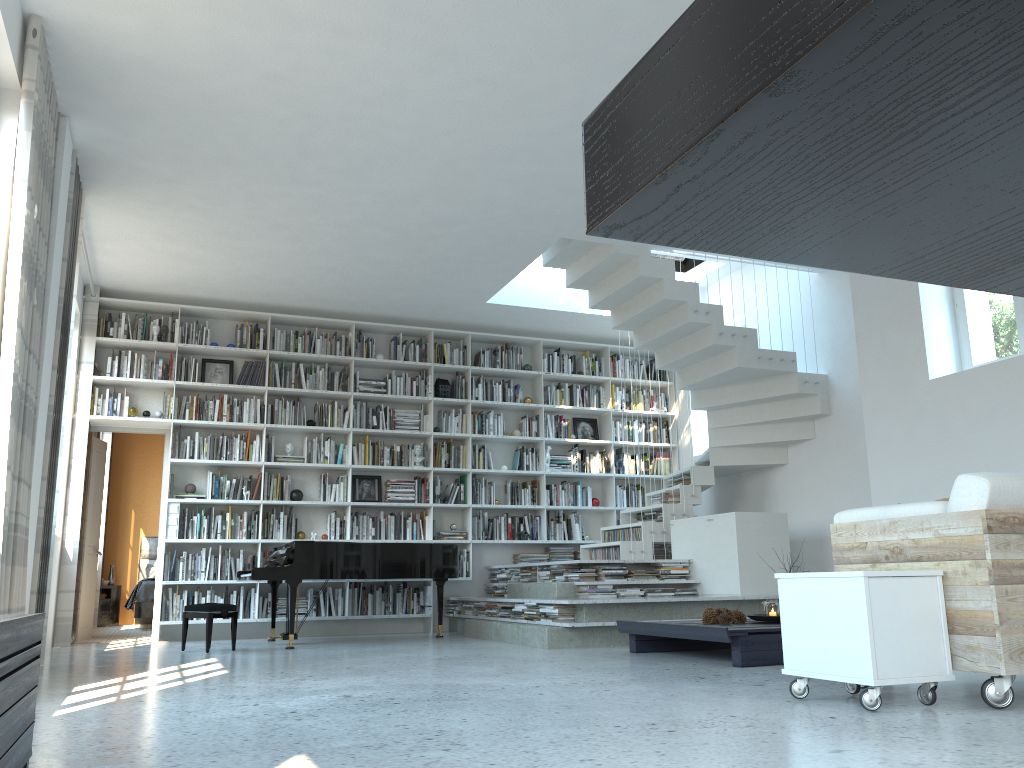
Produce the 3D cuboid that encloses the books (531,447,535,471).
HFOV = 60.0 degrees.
[{"bbox_3d":[0.213,0.843,9.718,0.012,0.273,0.184,4,-13,-21],"label":"books"}]

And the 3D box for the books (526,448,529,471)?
[{"bbox_3d":[0.142,0.846,9.703,0.018,0.262,0.165,4,-13,-21],"label":"books"}]

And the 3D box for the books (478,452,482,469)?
[{"bbox_3d":[-0.364,0.840,9.477,0.017,0.191,0.191,4,-13,-21],"label":"books"}]

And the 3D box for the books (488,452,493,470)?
[{"bbox_3d":[-0.251,0.842,9.530,0.051,0.209,0.177,4,-13,-21],"label":"books"}]

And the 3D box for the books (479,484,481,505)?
[{"bbox_3d":[-0.363,1.183,9.411,0.011,0.226,0.188,4,-13,-21],"label":"books"}]

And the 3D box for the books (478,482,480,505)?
[{"bbox_3d":[-0.378,1.173,9.418,0.013,0.248,0.165,4,-13,-21],"label":"books"}]

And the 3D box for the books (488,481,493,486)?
[{"bbox_3d":[-0.231,1.180,9.486,0.014,0.260,0.142,4,-13,-21],"label":"books"}]

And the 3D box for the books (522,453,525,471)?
[{"bbox_3d":[0.101,0.869,9.679,0.006,0.209,0.188,4,-13,-21],"label":"books"}]

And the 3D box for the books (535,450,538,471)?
[{"bbox_3d":[0.247,0.857,9.734,0.011,0.252,0.169,4,-13,-21],"label":"books"}]

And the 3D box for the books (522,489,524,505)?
[{"bbox_3d":[0.086,1.236,9.582,0.018,0.182,0.182,4,-13,-21],"label":"books"}]

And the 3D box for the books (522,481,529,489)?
[{"bbox_3d":[0.146,1.198,9.626,0.006,0.273,0.173,4,-13,-21],"label":"books"}]

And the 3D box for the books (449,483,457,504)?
[{"bbox_3d":[-0.640,1.163,9.325,0.094,0.238,0.150,4,-13,-21],"label":"books"}]

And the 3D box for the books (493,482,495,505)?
[{"bbox_3d":[-0.219,1.186,9.491,0.013,0.250,0.173,4,-13,-21],"label":"books"}]

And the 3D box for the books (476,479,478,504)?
[{"bbox_3d":[-0.386,1.155,9.416,0.005,0.283,0.159,4,-13,-21],"label":"books"}]

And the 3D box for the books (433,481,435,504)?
[{"bbox_3d":[-0.836,1.141,9.253,0.028,0.252,0.143,4,-13,-21],"label":"books"}]

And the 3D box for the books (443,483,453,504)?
[{"bbox_3d":[-0.688,1.161,9.285,0.095,0.227,0.190,4,-13,-21],"label":"books"}]

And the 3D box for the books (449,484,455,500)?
[{"bbox_3d":[-0.667,1.170,9.320,0.095,0.225,0.144,4,-13,-21],"label":"books"}]

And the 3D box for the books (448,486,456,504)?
[{"bbox_3d":[-0.655,1.177,9.318,0.090,0.211,0.143,4,-13,-21],"label":"books"}]

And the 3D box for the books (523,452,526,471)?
[{"bbox_3d":[0.110,0.865,9.684,0.013,0.218,0.187,4,-13,-21],"label":"books"}]

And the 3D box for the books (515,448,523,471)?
[{"bbox_3d":[0.079,0.842,9.683,0.021,0.264,0.174,4,-13,-21],"label":"books"}]

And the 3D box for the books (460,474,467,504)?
[{"bbox_3d":[-0.514,1.127,9.374,0.014,0.324,0.183,4,-13,-21],"label":"books"}]

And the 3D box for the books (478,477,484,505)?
[{"bbox_3d":[-0.330,1.152,9.438,0.014,0.296,0.175,4,-13,-21],"label":"books"}]

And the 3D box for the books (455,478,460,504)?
[{"bbox_3d":[-0.578,1.144,9.358,0.013,0.285,0.139,4,-13,-21],"label":"books"}]

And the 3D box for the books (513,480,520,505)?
[{"bbox_3d":[0.046,1.190,9.606,0.007,0.284,0.160,4,-13,-21],"label":"books"}]

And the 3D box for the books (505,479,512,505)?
[{"bbox_3d":[-0.038,1.183,9.582,0.016,0.289,0.132,4,-13,-21],"label":"books"}]

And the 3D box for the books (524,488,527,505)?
[{"bbox_3d":[0.120,1.235,9.608,0.015,0.194,0.176,4,-13,-21],"label":"books"}]

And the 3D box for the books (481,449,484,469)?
[{"bbox_3d":[-0.333,0.824,9.526,0.017,0.242,0.133,4,-13,-21],"label":"books"}]

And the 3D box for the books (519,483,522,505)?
[{"bbox_3d":[0.068,1.202,9.583,0.018,0.250,0.184,4,-13,-21],"label":"books"}]

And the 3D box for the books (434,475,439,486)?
[{"bbox_3d":[-0.790,1.117,9.272,0.013,0.306,0.141,4,-13,-21],"label":"books"}]

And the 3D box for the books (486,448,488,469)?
[{"bbox_3d":[-0.289,0.823,9.549,0.007,0.253,0.161,4,-13,-21],"label":"books"}]

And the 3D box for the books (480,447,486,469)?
[{"bbox_3d":[-0.316,0.810,9.532,0.006,0.273,0.167,4,-13,-21],"label":"books"}]

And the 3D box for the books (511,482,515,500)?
[{"bbox_3d":[-0.004,1.196,9.578,0.015,0.261,0.150,4,-13,-21],"label":"books"}]

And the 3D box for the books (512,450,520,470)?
[{"bbox_3d":[0.042,0.854,9.673,0.056,0.240,0.154,4,-13,-21],"label":"books"}]

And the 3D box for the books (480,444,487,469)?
[{"bbox_3d":[-0.307,0.804,9.537,0.013,0.286,0.159,4,-13,-21],"label":"books"}]

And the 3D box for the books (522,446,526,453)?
[{"bbox_3d":[0.116,0.832,9.711,0.013,0.295,0.154,4,-13,-21],"label":"books"}]

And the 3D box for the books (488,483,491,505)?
[{"bbox_3d":[-0.257,1.189,9.472,0.015,0.238,0.177,4,-13,-21],"label":"books"}]

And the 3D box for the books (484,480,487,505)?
[{"bbox_3d":[-0.302,1.170,9.451,0.012,0.266,0.183,4,-13,-21],"label":"books"}]

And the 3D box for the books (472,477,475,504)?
[{"bbox_3d":[-0.430,1.149,9.410,0.018,0.294,0.178,4,-13,-21],"label":"books"}]

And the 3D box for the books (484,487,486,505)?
[{"bbox_3d":[-0.317,1.203,9.450,0.013,0.202,0.167,4,-13,-21],"label":"books"}]

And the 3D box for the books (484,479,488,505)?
[{"bbox_3d":[-0.290,1.166,9.474,0.006,0.284,0.160,4,-13,-21],"label":"books"}]

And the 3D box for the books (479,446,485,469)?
[{"bbox_3d":[-0.319,0.810,9.525,0.006,0.269,0.178,4,-13,-21],"label":"books"}]

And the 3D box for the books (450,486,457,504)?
[{"bbox_3d":[-0.639,1.178,9.332,0.090,0.214,0.139,4,-13,-21],"label":"books"}]

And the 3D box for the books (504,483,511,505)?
[{"bbox_3d":[-0.049,1.198,9.560,0.019,0.251,0.130,4,-13,-21],"label":"books"}]

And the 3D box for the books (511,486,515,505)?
[{"bbox_3d":[-0.013,1.215,9.555,0.016,0.215,0.178,4,-13,-21],"label":"books"}]

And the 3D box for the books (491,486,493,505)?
[{"bbox_3d":[-0.242,1.204,9.471,0.014,0.207,0.181,4,-13,-21],"label":"books"}]

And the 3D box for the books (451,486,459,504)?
[{"bbox_3d":[-0.623,1.182,9.326,0.091,0.205,0.169,4,-13,-21],"label":"books"}]

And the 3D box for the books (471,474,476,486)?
[{"bbox_3d":[-0.407,1.131,9.440,0.007,0.341,0.149,4,-13,-21],"label":"books"}]

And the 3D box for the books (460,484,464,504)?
[{"bbox_3d":[-0.550,1.172,9.340,0.029,0.222,0.171,4,-13,-21],"label":"books"}]

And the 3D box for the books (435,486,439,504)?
[{"bbox_3d":[-0.803,1.169,9.239,0.027,0.191,0.182,4,-13,-21],"label":"books"}]

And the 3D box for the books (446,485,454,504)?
[{"bbox_3d":[-0.674,1.172,9.293,0.089,0.209,0.176,4,-13,-21],"label":"books"}]

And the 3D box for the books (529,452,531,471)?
[{"bbox_3d":[0.172,0.866,9.704,0.012,0.224,0.178,4,-13,-21],"label":"books"}]

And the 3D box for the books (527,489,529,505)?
[{"bbox_3d":[0.137,1.241,9.609,0.019,0.182,0.191,4,-13,-21],"label":"books"}]

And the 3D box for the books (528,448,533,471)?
[{"bbox_3d":[0.184,0.846,9.730,0.032,0.274,0.155,4,-13,-21],"label":"books"}]

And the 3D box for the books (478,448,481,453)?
[{"bbox_3d":[-0.362,0.821,9.510,0.008,0.242,0.169,4,-13,-21],"label":"books"}]

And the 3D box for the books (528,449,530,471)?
[{"bbox_3d":[0.157,0.849,9.710,0.015,0.259,0.152,4,-13,-21],"label":"books"}]

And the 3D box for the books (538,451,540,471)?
[{"bbox_3d":[0.276,0.864,9.750,0.010,0.245,0.159,4,-13,-21],"label":"books"}]

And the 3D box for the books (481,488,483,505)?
[{"bbox_3d":[-0.343,1.206,9.423,0.013,0.186,0.184,4,-13,-21],"label":"books"}]

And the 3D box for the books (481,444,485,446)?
[{"bbox_3d":[-0.312,0.807,9.581,0.011,0.299,0.089,4,-13,-21],"label":"books"}]

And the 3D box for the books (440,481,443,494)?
[{"bbox_3d":[-0.760,1.150,9.288,0.035,0.248,0.141,4,-13,-21],"label":"books"}]
